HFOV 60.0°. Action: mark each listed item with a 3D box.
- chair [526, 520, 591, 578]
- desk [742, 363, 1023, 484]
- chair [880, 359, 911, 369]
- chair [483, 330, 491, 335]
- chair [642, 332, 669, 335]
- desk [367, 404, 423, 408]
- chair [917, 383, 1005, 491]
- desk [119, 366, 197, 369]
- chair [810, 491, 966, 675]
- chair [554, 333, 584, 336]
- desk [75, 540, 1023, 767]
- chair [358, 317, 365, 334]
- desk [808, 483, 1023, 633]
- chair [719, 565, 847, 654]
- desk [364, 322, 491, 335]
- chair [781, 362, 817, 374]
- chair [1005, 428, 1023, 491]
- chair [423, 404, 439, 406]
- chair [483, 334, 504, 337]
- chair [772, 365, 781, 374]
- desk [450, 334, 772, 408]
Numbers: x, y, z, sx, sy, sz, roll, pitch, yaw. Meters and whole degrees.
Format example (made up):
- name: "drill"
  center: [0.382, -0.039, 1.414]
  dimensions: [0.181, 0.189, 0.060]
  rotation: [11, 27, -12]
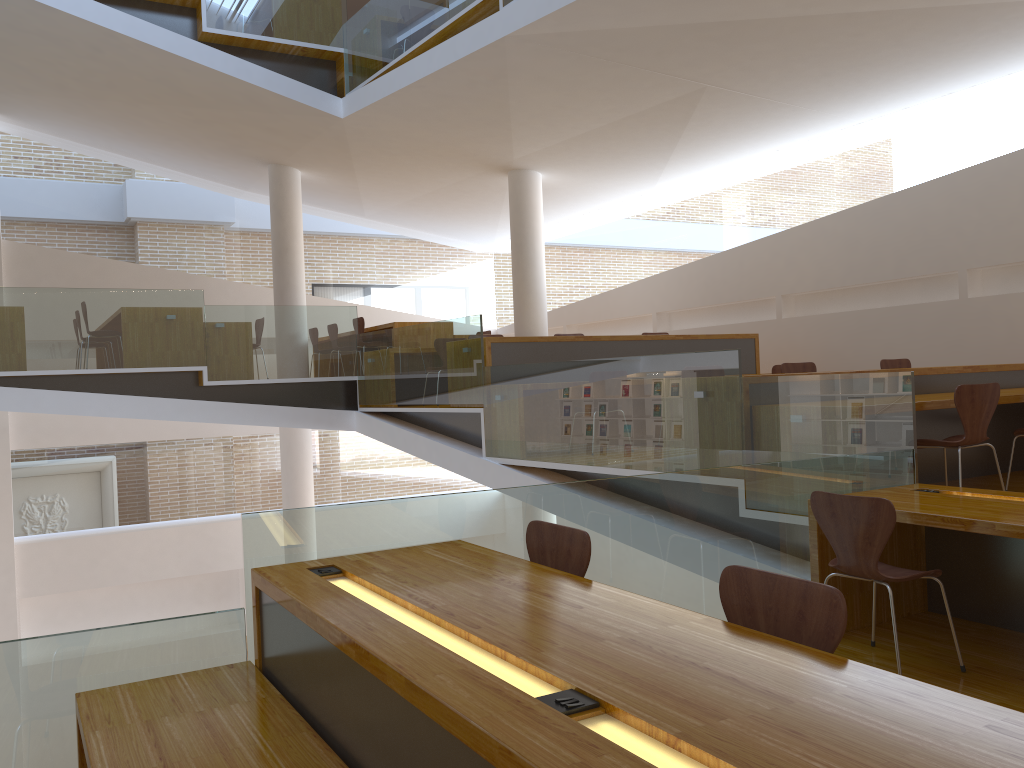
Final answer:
- name: "chair"
  center: [0.019, 0.820, 2.848]
  dimensions: [0.381, 0.693, 0.428]
  rotation: [-2, 0, -29]
- name: "desk"
  center: [2.796, 0.283, 6.022]
  dimensions: [3.243, 0.785, 1.527]
  rotation: [-2, 0, -29]
- name: "chair"
  center: [3.360, 0.129, 7.410]
  dimensions: [0.428, 0.693, 0.381]
  rotation: [-2, 0, -29]
- name: "chair"
  center: [-0.497, -0.340, 11.511]
  dimensions: [0.381, 0.693, 0.428]
  rotation: [-2, 0, -29]
- name: "chair"
  center: [1.674, -0.225, 9.617]
  dimensions: [0.428, 0.693, 0.381]
  rotation: [-2, 0, -29]
- name: "desk"
  center: [0.047, -0.116, 10.222]
  dimensions: [3.356, 0.606, 0.760]
  rotation: [-2, 0, -29]
- name: "chair"
  center: [2.408, 0.347, 4.857]
  dimensions: [0.428, 0.693, 0.381]
  rotation: [-2, 0, -29]
- name: "desk"
  center: [-4.035, -0.368, 10.344]
  dimensions: [1.248, 0.757, 3.196]
  rotation: [-2, 0, -29]
- name: "chair"
  center: [1.448, 0.759, 3.466]
  dimensions: [0.381, 0.693, 0.428]
  rotation: [-2, 0, -29]
- name: "chair"
  center: [0.693, -0.183, 9.107]
  dimensions: [0.428, 0.693, 0.381]
  rotation: [-2, 0, -29]
- name: "desk"
  center: [0.038, 1.027, 1.585]
  dimensions: [1.285, 0.918, 3.236]
  rotation: [-2, 0, -29]
- name: "chair"
  center: [-1.645, -0.433, 10.462]
  dimensions: [0.381, 0.693, 0.428]
  rotation: [-2, 0, -29]
- name: "desk"
  center: [2.430, 0.768, 2.720]
  dimensions: [0.760, 0.606, 3.185]
  rotation: [-2, 0, -29]
- name: "chair"
  center: [0.496, 0.802, 2.002]
  dimensions: [0.381, 0.693, 0.428]
  rotation: [-2, 0, -29]
- name: "desk"
  center: [-1.564, -0.322, 11.809]
  dimensions: [1.247, 0.762, 3.194]
  rotation: [-2, 0, -29]
- name: "chair"
  center: [2.367, 0.171, 6.894]
  dimensions: [0.428, 0.693, 0.381]
  rotation: [-2, 0, -29]
- name: "chair"
  center: [3.254, 0.310, 5.334]
  dimensions: [0.428, 0.693, 0.381]
  rotation: [-2, 0, -29]
- name: "chair"
  center: [-0.684, -0.126, 9.348]
  dimensions: [0.428, 0.693, 0.381]
  rotation: [-2, 0, -29]
- name: "chair"
  center: [-0.153, -0.147, 8.631]
  dimensions: [0.428, 0.693, 0.381]
  rotation: [-2, 0, -29]
- name: "chair"
  center: [2.548, 0.163, 8.580]
  dimensions: [0.428, 0.693, 0.381]
  rotation: [-2, 0, -29]
- name: "desk"
  center: [1.128, 0.051, 8.495]
  dimensions: [3.216, 1.022, 1.248]
  rotation: [-2, 0, -29]
